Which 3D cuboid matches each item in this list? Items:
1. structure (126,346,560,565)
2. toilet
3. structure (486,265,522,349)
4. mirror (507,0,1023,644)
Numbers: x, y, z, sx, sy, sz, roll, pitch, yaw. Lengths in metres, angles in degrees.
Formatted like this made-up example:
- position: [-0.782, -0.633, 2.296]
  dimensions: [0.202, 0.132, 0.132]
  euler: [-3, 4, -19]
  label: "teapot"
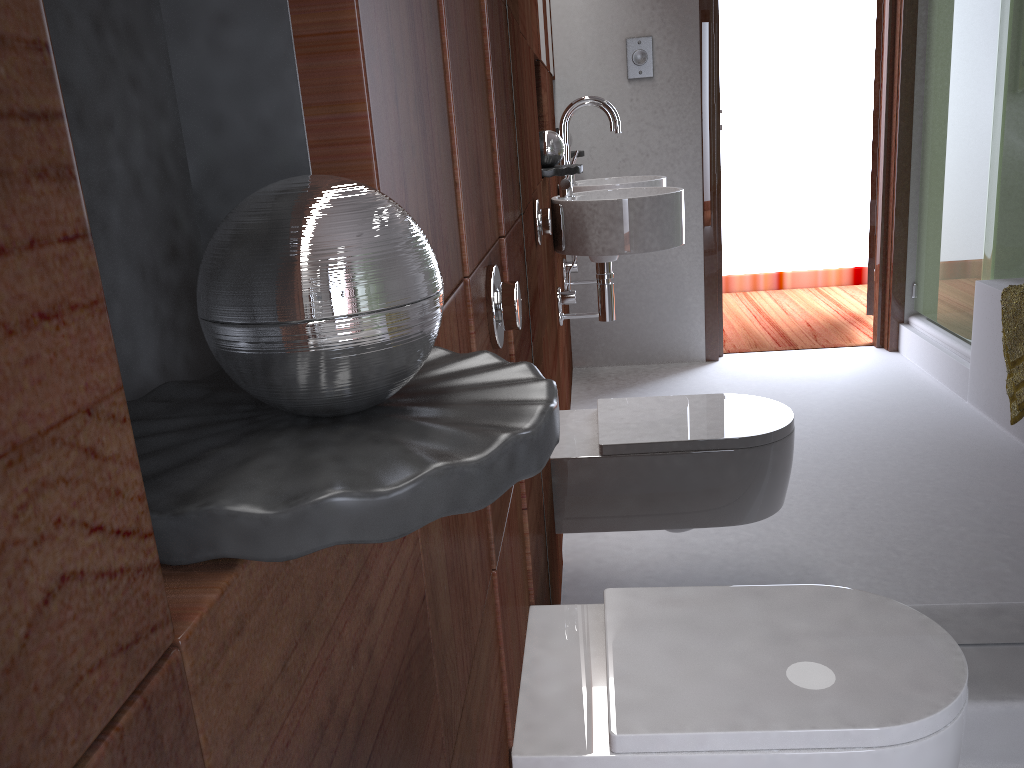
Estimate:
- position: [-0.089, 0.020, 0.401]
  dimensions: [0.222, 0.023, 0.220]
  euler: [-6, 16, -4]
  label: "structure"
- position: [0.292, 0.471, 1.161]
  dimensions: [0.547, 0.284, 0.329]
  euler: [-3, 16, 6]
  label: "toilet"
- position: [-0.007, -0.090, 1.030]
  dimensions: [0.034, 0.098, 0.098]
  euler: [-3, 16, 6]
  label: "structure"
- position: [0.708, -0.577, 1.311]
  dimensions: [1.433, 2.183, 0.019]
  euler: [-3, 16, 6]
  label: "mirror"
